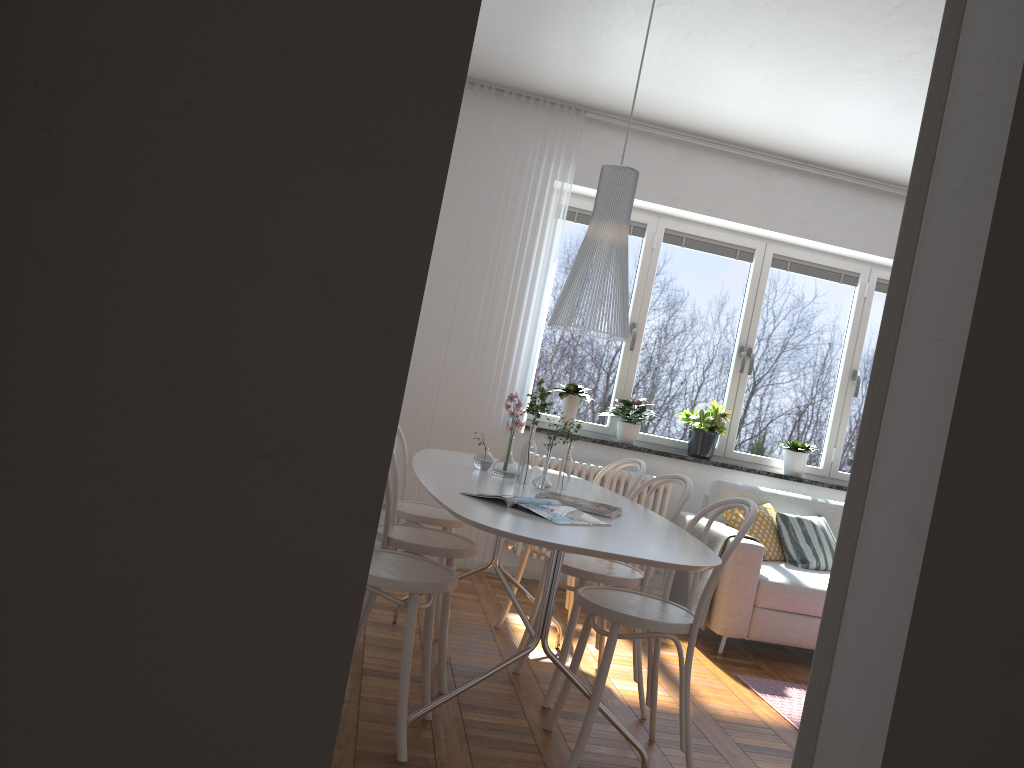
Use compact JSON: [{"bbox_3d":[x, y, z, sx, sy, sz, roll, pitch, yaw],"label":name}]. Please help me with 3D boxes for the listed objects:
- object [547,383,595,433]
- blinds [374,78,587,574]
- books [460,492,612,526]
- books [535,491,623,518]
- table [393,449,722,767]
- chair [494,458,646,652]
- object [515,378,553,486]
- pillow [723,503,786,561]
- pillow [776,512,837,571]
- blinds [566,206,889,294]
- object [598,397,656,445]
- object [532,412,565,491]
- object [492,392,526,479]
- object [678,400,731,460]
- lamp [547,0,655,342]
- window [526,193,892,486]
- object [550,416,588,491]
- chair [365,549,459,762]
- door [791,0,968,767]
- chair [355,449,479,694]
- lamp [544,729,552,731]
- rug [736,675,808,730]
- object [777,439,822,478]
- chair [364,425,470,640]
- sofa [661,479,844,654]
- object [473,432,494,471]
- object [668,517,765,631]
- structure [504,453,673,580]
[{"bbox_3d":[0.375,0.148,5.561,0.292,0.316,0.353,11,0,-17],"label":"object"},{"bbox_3d":[-0.316,-0.354,5.331,1.038,2.887,0.055,11,1,-8],"label":"blinds"},{"bbox_3d":[0.073,0.375,2.751,0.405,0.029,0.266,11,-1,42],"label":"books"},{"bbox_3d":[0.231,0.413,3.047,0.278,0.022,0.204,11,0,18],"label":"books"},{"bbox_3d":[0.013,0.776,3.341,0.932,0.770,2.288,11,0,-8],"label":"table"},{"bbox_3d":[1.764,0.843,4.743,3.699,1.342,0.447,11,0,-23],"label":"chair"},{"bbox_3d":[0.083,0.184,3.441,0.107,0.419,0.110,11,0,-19],"label":"object"},{"bbox_3d":[1.418,0.850,5.124,0.465,0.318,0.312,11,0,-40],"label":"pillow"},{"bbox_3d":[1.745,0.913,5.157,0.470,0.289,0.309,11,0,-37],"label":"pillow"},{"bbox_3d":[1.667,-0.835,5.910,2.846,0.098,0.015,11,0,-8],"label":"blinds"},{"bbox_3d":[0.754,0.228,5.672,0.380,0.309,0.370,11,0,-34],"label":"object"},{"bbox_3d":[0.144,0.253,3.392,0.084,0.308,0.084,12,1,37],"label":"object"},{"bbox_3d":[0.003,0.206,3.607,0.111,0.349,0.108,11,1,-39],"label":"object"},{"bbox_3d":[1.234,0.285,5.714,0.333,0.384,0.299,11,0,7],"label":"object"},{"bbox_3d":[0.413,-0.912,3.115,0.292,1.496,0.293,12,1,37],"label":"lamp"},{"bbox_3d":[1.551,-0.225,5.881,3.021,1.510,0.151,11,0,-8],"label":"window"},{"bbox_3d":[0.217,0.276,3.539,0.146,0.294,0.098,11,0,25],"label":"object"},{"bbox_3d":[-0.432,0.608,2.797,0.520,0.918,0.448,11,0,2],"label":"chair"},{"bbox_3d":[0.471,0.121,1.028,0.047,2.200,0.446,12,1,42],"label":"door"},{"bbox_3d":[-0.394,0.620,3.383,0.520,0.918,0.447,11,0,-8],"label":"chair"},{"bbox_3d":[1.960,0.879,4.247,4.599,1.346,0.332,12,0,-39],"label":"lamp"},{"bbox_3d":[2.422,1.644,3.220,2.458,0.008,2.364,11,0,-8],"label":"rug"},{"bbox_3d":[1.871,0.487,5.831,0.267,0.237,0.283,11,0,-26],"label":"object"},{"bbox_3d":[-0.446,0.616,4.040,0.520,0.918,0.447,11,0,-3],"label":"chair"},{"bbox_3d":[2.225,1.196,5.165,2.463,0.843,1.003,11,0,-8],"label":"sofa"},{"bbox_3d":[-0.123,0.283,3.718,0.112,0.151,0.087,11,0,15],"label":"object"},{"bbox_3d":[1.115,1.042,4.909,0.288,0.534,0.608,11,0,-8],"label":"object"},{"bbox_3d":[0.487,0.806,5.445,0.973,0.624,0.224,11,0,-8],"label":"structure"}]
